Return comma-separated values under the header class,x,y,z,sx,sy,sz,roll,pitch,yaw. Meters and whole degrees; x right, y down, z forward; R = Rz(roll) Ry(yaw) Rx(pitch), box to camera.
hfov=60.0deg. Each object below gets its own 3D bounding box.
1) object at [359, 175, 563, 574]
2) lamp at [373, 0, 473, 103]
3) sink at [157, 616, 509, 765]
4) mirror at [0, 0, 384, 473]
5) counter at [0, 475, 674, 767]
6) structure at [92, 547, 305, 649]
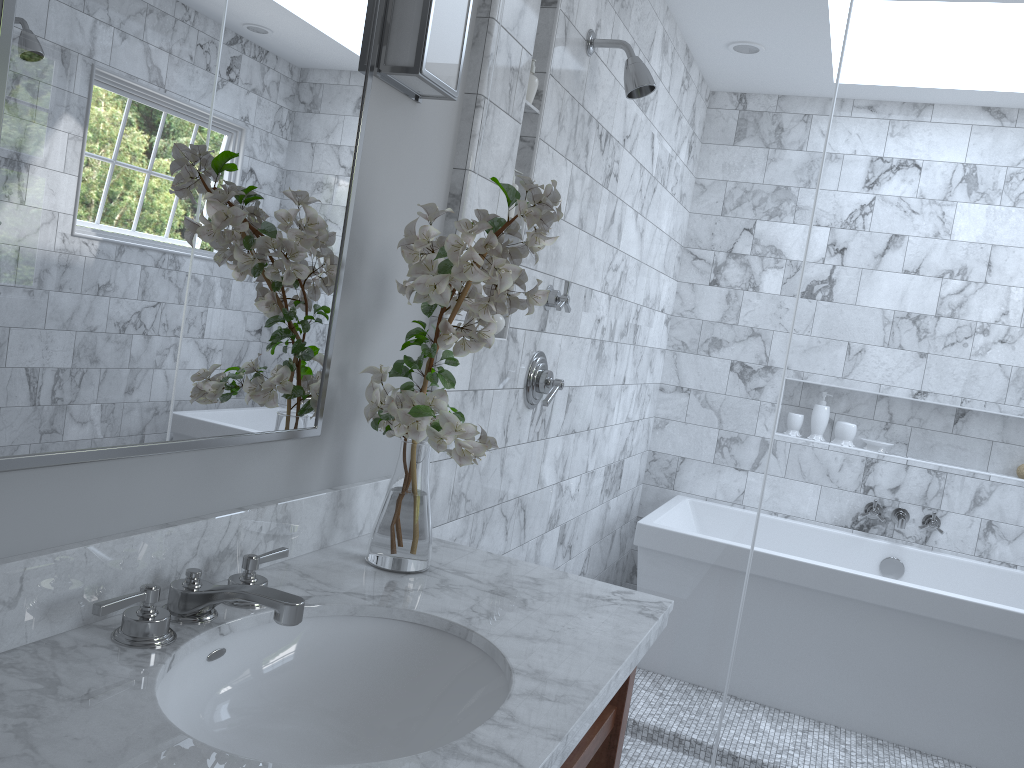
class,x,y,z,sx,sy,sz,roll,pitch,yaw
object,-0.099,0.001,1.540,0.225,0.706,0.374,6,5,-38
lamp,-0.153,-0.673,1.632,0.091,0.266,0.175,11,4,21
sink,-0.255,0.517,1.157,0.517,0.270,0.494,8,4,-20
mirror,-0.400,-0.388,1.218,0.030,0.977,0.694,11,4,21
counter,-0.342,0.742,1.061,0.638,0.983,1.657,11,4,21
structure,-0.433,0.292,1.238,0.256,0.069,0.295,8,4,-20
